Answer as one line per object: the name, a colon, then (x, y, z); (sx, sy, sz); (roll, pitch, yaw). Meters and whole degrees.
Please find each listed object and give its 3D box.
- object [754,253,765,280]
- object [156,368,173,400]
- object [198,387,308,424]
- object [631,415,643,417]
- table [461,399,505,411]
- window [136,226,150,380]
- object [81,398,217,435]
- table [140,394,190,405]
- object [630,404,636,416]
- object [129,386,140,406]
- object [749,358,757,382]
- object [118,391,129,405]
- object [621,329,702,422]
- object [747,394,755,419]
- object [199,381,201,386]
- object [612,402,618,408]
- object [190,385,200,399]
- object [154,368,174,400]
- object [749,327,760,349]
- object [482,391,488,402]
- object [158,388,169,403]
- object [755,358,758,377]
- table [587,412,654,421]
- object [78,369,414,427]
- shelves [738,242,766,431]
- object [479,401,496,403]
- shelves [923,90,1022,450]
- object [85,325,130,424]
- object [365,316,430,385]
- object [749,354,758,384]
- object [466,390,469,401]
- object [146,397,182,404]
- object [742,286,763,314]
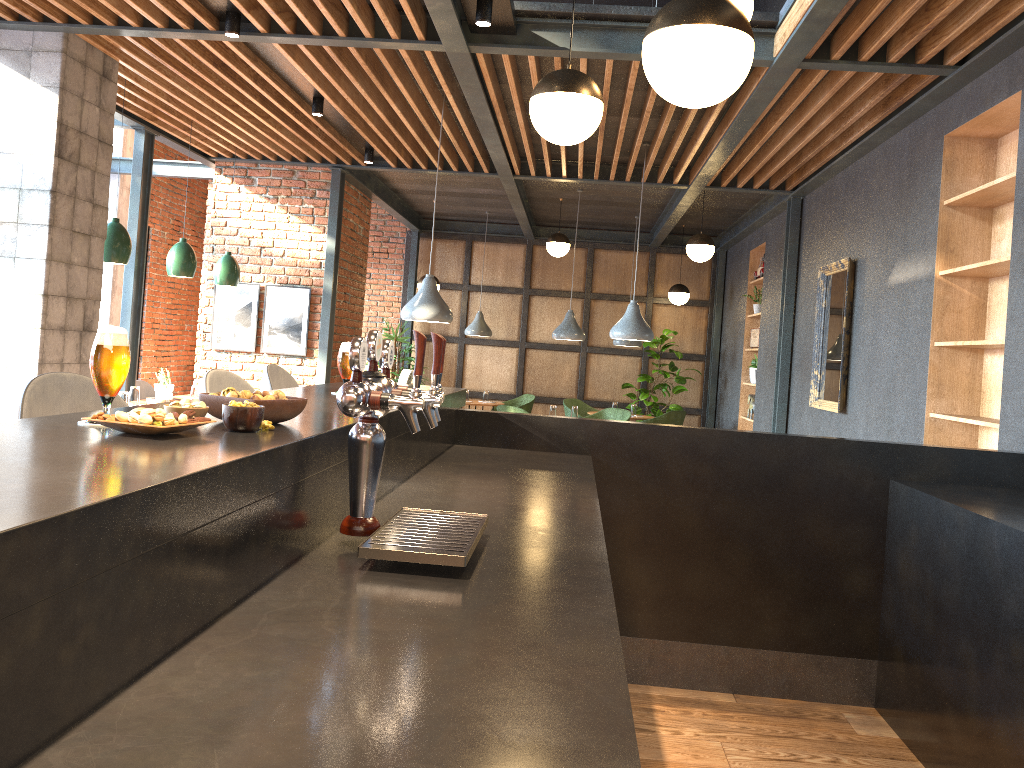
object: (2.798, -1.284, 9.707); (0.204, 0.285, 0.517); (4, 2, 4)
object: (-2.617, 0.020, 6.691); (0.115, 0.282, 0.128); (4, 0, 0)
object: (-0.548, 0.045, 1.879); (0.168, 0.073, 0.168); (5, 2, 24)
object: (1.449, 0.379, 10.584); (0.242, 0.019, 0.158); (2, 3, -41)
table: (-0.521, 0.566, 11.233); (0.809, 0.687, 0.806); (5, 1, 44)
window: (-5.142, -0.769, 10.965); (0.097, 2.701, 2.135); (4, 0, 4)
object: (-0.622, 0.060, 1.625); (0.164, 0.052, 0.291); (5, 2, 13)
table: (-2.703, 0.537, 6.774); (0.658, 0.765, 2.773); (4, 2, 4)
object: (1.454, 0.312, 10.616); (0.080, 0.138, 0.080); (4, 0, 12)
object: (-2.749, 0.087, 6.449); (0.080, 0.138, 0.080); (4, 0, 27)
object: (2.742, -0.152, 9.927); (0.172, 0.295, 0.190); (4, 0, -22)
object: (-2.587, 0.119, 5.893); (0.080, 0.138, 0.080); (4, 0, 27)
object: (1.880, 0.180, 11.342); (1.058, 1.795, 0.721); (4, 0, 14)
object: (2.676, 0.251, 9.740); (0.150, 0.258, 0.521); (4, 2, 4)
object: (-2.660, 0.049, 7.608); (0.080, 0.138, 0.080); (4, 0, 26)
object: (1.254, 0.290, 10.823); (0.080, 0.138, 0.080); (4, 0, -18)
object: (-2.520, 0.081, 7.045); (0.080, 0.138, 0.080); (4, 0, -23)
object: (-2.673, 0.014, 6.805); (0.145, 0.276, 0.146); (4, 0, -15)
object: (2.763, -0.501, 9.744); (0.199, 0.241, 0.340); (4, 1, -1)
object: (-0.336, 0.157, 11.283); (0.080, 0.138, 0.080); (4, 0, -17)
object: (-2.544, 0.100, 6.477); (0.080, 0.138, 0.080); (4, 0, -33)
object: (2.677, -0.167, 9.477); (0.144, 0.350, 0.143); (4, 0, 21)
table: (1.292, 0.716, 10.722); (0.807, 0.687, 0.807); (4, 1, 4)
object: (-0.550, 0.011, 2.340); (0.322, 0.106, 1.510); (4, 2, 7)
shelves: (2.739, -0.146, 9.696); (0.284, 2.707, 0.835); (4, 0, 4)
object: (-0.310, 0.225, 11.276); (0.157, 0.019, 0.243); (3, 2, -30)
shelves: (2.358, 0.029, 4.363); (0.284, 2.707, 0.835); (4, 0, 4)
object: (-0.751, -0.019, 1.652); (0.070, 0.183, 0.070); (4, 0, 24)
object: (-1.557, -0.041, 11.566); (0.977, 1.723, 0.915); (4, 0, -31)
object: (2.692, -0.165, 9.716); (0.213, 0.329, 0.232); (4, 0, 10)
object: (-0.577, 0.145, 11.126); (0.080, 0.138, 0.080); (4, 0, -17)
object: (-2.656, 0.134, 6.756); (0.251, 0.046, 0.254); (3, 2, -22)
object: (2.743, -0.933, 9.783); (0.174, 0.329, 0.537); (4, 1, -17)
